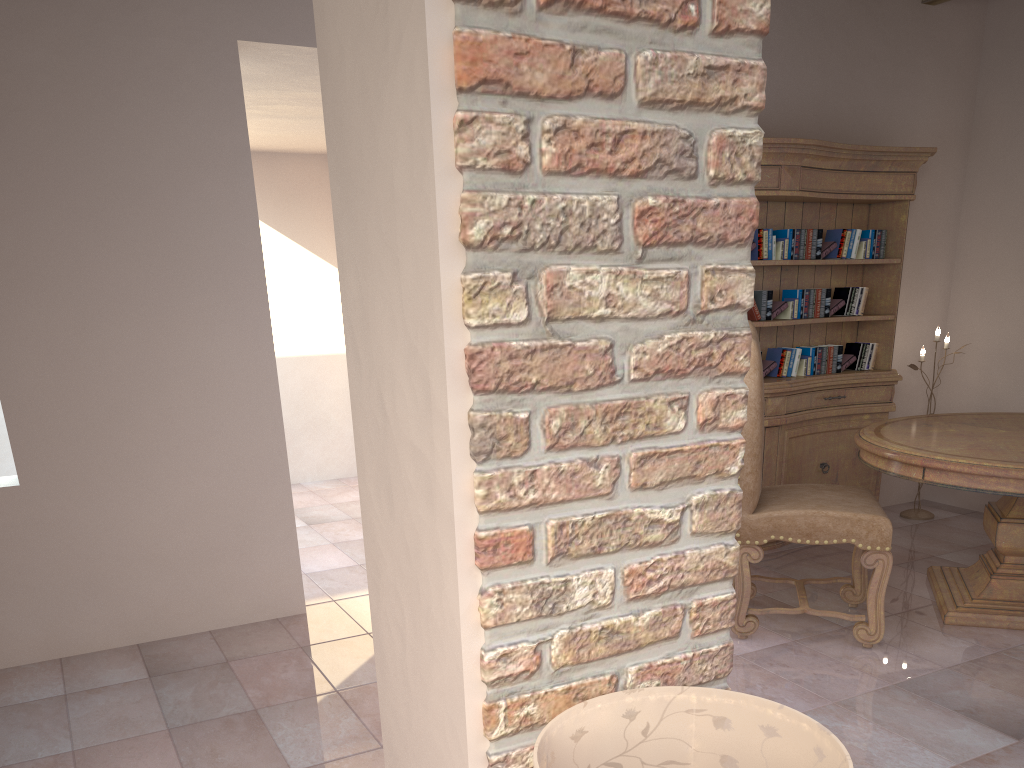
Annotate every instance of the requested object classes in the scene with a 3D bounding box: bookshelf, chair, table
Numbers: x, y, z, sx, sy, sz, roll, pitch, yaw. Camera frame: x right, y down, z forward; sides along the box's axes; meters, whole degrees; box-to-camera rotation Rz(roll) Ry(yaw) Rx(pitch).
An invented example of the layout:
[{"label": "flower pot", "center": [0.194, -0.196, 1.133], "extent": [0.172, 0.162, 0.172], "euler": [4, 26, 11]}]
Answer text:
[{"label": "bookshelf", "center": [1.272, -0.130, 4.708], "extent": [2.006, 2.147, 0.454], "euler": [-8, 19, -26]}, {"label": "chair", "center": [1.185, 0.382, 3.643], "extent": [0.634, 1.336, 0.510], "euler": [2, 18, 12]}, {"label": "table", "center": [2.235, 0.599, 3.895], "extent": [1.465, 0.800, 1.480], "euler": [6, 12, 37]}]

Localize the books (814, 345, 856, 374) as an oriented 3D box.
[{"label": "books", "center": [1.789, -0.140, 4.998], "extent": [0.223, 0.157, 0.115], "euler": [-7, 15, -26]}]

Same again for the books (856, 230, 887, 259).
[{"label": "books", "center": [1.907, -0.747, 4.863], "extent": [0.180, 0.155, 0.127], "euler": [-8, 15, -28]}]

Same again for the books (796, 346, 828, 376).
[{"label": "books", "center": [1.608, -0.127, 4.909], "extent": [0.180, 0.155, 0.127], "euler": [-8, 15, -28]}]

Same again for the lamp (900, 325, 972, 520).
[{"label": "lamp", "center": [2.494, 0.230, 5.335], "extent": [0.337, 1.213, 0.217], "euler": [0, 19, 5]}]

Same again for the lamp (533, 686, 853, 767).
[{"label": "lamp", "center": [0.232, 0.883, 1.268], "extent": [0.383, 0.912, 0.384], "euler": [-11, 19, -26]}]

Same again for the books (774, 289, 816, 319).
[{"label": "books", "center": [1.488, -0.419, 4.751], "extent": [0.180, 0.155, 0.127], "euler": [-8, 15, -28]}]

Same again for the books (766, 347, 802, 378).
[{"label": "books", "center": [1.440, -0.114, 4.824], "extent": [0.161, 0.160, 0.115], "euler": [-8, 16, -26]}]

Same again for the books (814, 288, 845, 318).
[{"label": "books", "center": [1.669, -0.433, 4.839], "extent": [0.223, 0.157, 0.115], "euler": [-7, 15, -26]}]

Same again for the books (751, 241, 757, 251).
[{"label": "books", "center": [1.090, -0.682, 4.454], "extent": [0.223, 0.157, 0.115], "euler": [-7, 15, -26]}]

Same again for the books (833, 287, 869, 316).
[{"label": "books", "center": [1.832, -0.447, 4.920], "extent": [0.161, 0.160, 0.115], "euler": [-8, 16, -26]}]

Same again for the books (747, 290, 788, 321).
[{"label": "books", "center": [1.281, -0.402, 4.646], "extent": [0.288, 0.157, 0.115], "euler": [-6, 15, -26]}]

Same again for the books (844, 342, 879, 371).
[{"label": "books", "center": [1.952, -0.154, 5.079], "extent": [0.161, 0.160, 0.115], "euler": [-8, 16, -26]}]

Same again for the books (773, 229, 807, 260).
[{"label": "books", "center": [1.395, -0.707, 4.608], "extent": [0.180, 0.155, 0.127], "euler": [-8, 15, -28]}]

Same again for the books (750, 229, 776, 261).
[{"label": "books", "center": [1.243, -0.695, 4.530], "extent": [0.133, 0.158, 0.115], "euler": [-9, 16, -27]}]

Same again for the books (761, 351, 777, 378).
[{"label": "books", "center": [1.277, -0.100, 4.743], "extent": [0.223, 0.157, 0.115], "euler": [-7, 15, -26]}]

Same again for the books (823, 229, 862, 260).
[{"label": "books", "center": [1.739, -0.734, 4.777], "extent": [0.161, 0.160, 0.115], "euler": [-8, 16, -26]}]

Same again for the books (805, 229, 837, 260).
[{"label": "books", "center": [1.575, -0.720, 4.696], "extent": [0.223, 0.157, 0.115], "euler": [-7, 15, -26]}]
